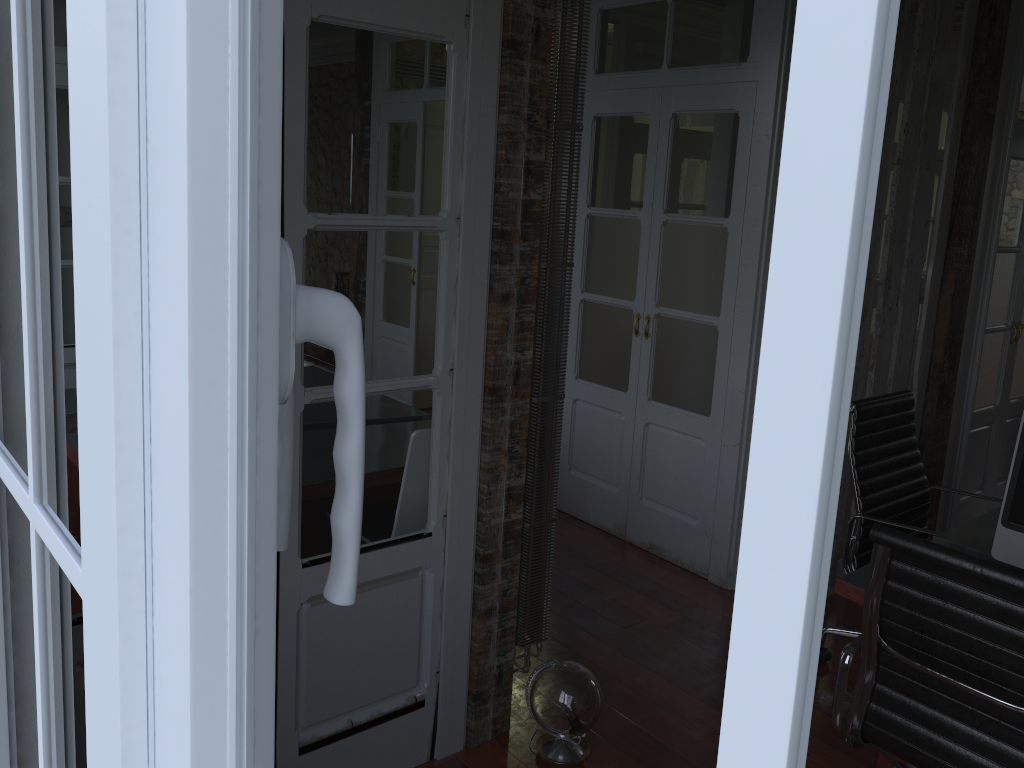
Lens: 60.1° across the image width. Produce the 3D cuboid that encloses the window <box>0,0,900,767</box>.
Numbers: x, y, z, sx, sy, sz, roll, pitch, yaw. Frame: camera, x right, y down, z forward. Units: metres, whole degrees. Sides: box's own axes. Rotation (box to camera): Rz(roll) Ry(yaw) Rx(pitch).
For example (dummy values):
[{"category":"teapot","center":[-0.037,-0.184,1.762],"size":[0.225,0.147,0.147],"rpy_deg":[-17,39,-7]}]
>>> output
[{"category":"window","center":[-0.157,-0.077,0.472],"size":[0.127,1.966,1.539],"rpy_deg":[-5,13,-39]}]

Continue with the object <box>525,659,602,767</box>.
[{"category":"object","center":[0.153,1.023,2.700],"size":[0.235,0.379,0.221],"rpy_deg":[9,12,28]}]

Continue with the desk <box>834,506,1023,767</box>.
[{"category":"desk","center":[2.215,0.879,2.698],"size":[2.514,0.721,1.310],"rpy_deg":[-7,16,-39]}]

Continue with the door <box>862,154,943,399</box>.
[{"category":"door","center":[3.028,-0.724,6.947],"size":[1.079,2.066,0.041],"rpy_deg":[-5,13,-39]}]

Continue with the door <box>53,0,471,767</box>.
[{"category":"door","center":[-0.583,0.108,2.159],"size":[1.163,2.161,0.041],"rpy_deg":[-5,13,-39]}]

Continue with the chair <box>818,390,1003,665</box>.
[{"category":"chair","center":[1.487,0.601,3.104],"size":[0.667,1.013,0.703],"rpy_deg":[-7,15,-44]}]

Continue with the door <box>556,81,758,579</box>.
[{"category":"door","center":[0.634,-0.289,4.208],"size":[0.041,2.159,1.065],"rpy_deg":[-5,13,-39]}]

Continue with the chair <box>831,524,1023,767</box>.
[{"category":"chair","center":[1.101,0.813,2.071],"size":[0.700,1.013,0.671],"rpy_deg":[-4,13,-35]}]

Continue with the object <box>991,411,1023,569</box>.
[{"category":"object","center":[1.487,0.339,2.184],"size":[0.190,0.480,0.487],"rpy_deg":[-5,14,-39]}]
